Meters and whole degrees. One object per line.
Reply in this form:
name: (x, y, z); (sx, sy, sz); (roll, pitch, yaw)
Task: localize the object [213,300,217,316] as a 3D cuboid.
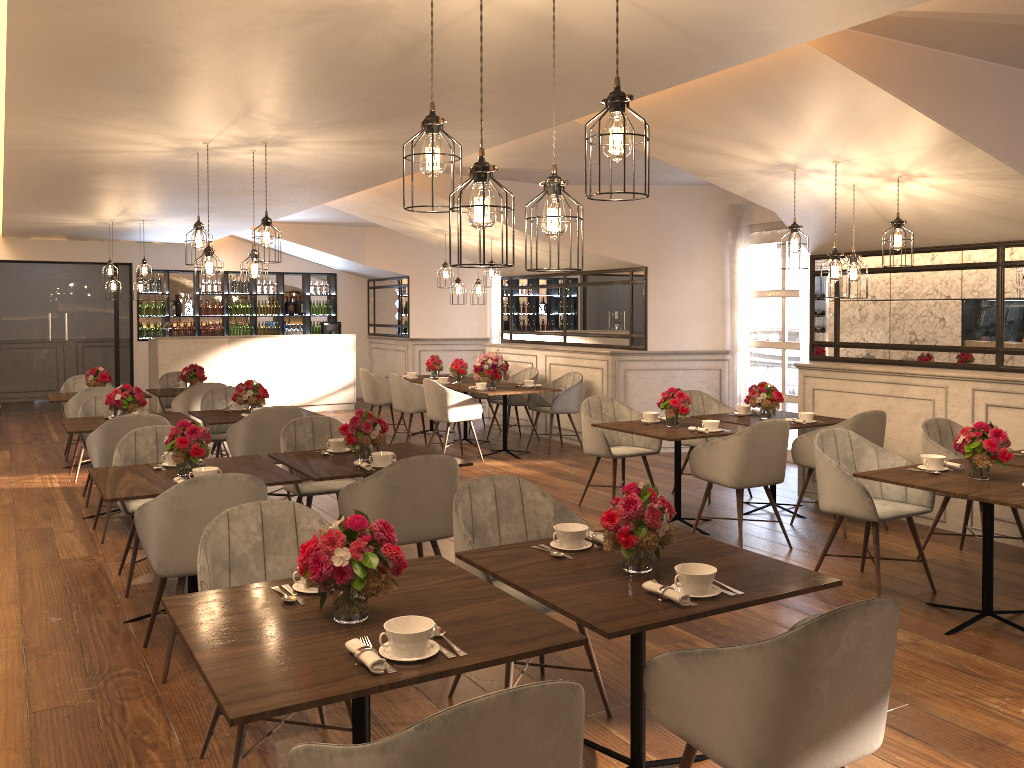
object: (-4.956, -1.270, 14.782); (0.066, 0.261, 0.065); (1, 2, 39)

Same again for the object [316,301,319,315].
object: (-3.441, -1.345, 15.657); (0.066, 0.261, 0.065); (1, 2, 39)

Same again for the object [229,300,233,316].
object: (-4.729, -1.281, 14.913); (0.066, 0.261, 0.065); (1, 2, 39)

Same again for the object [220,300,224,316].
object: (-4.860, -1.274, 14.837); (0.066, 0.261, 0.065); (1, 2, 39)

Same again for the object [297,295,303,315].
object: (-3.704, -1.380, 15.475); (0.104, 0.358, 0.104); (0, 2, -3)

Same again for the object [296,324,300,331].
object: (-3.742, -0.939, 15.492); (0.065, 0.207, 0.065); (0, 2, 15)

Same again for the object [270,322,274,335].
object: (-4.135, -0.949, 15.264); (0.066, 0.261, 0.065); (1, 2, 39)

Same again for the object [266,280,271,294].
object: (-4.177, -1.663, 15.188); (0.070, 0.235, 0.041); (-1, 2, -30)

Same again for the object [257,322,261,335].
object: (-4.326, -0.939, 15.154); (0.066, 0.261, 0.065); (1, 2, 39)

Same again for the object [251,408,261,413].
object: (-1.985, 0.229, 6.997); (0.148, 0.072, 0.148); (1, 4, 12)

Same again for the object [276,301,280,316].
object: (-4.040, -1.315, 15.311); (0.066, 0.261, 0.065); (1, 2, 39)

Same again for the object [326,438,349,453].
object: (-1.032, 0.368, 5.278); (0.148, 0.072, 0.148); (3, 5, 37)

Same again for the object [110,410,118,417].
object: (-3.116, 0.228, 7.046); (0.148, 0.072, 0.148); (1, 4, 12)

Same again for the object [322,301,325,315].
object: (-3.346, -1.350, 15.712); (0.066, 0.261, 0.065); (1, 2, 39)

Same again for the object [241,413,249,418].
object: (-2.084, 0.251, 6.940); (0.056, 0.039, 0.176); (-2, 5, -30)

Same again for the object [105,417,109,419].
object: (-3.204, 0.263, 6.974); (0.043, 0.015, 0.197); (-3, 6, -34)

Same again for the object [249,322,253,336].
object: (-4.441, -0.933, 15.087); (0.066, 0.261, 0.065); (1, 2, 39)

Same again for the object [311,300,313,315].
object: (-3.537, -1.342, 15.602); (0.066, 0.263, 0.065); (1, 2, 39)

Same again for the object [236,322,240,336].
object: (-4.633, -0.924, 14.977); (0.066, 0.261, 0.065); (1, 2, 39)

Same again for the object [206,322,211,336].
object: (-5.051, -0.903, 14.735); (0.066, 0.261, 0.065); (1, 2, 39)

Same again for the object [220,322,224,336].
object: (-4.859, -0.912, 14.846); (0.066, 0.261, 0.065); (1, 2, 39)

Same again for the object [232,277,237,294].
object: (-4.674, -1.676, 14.899); (0.075, 0.309, 0.075); (0, 2, 2)

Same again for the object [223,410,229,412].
object: (-2.409, 0.223, 7.433); (0.043, 0.015, 0.197); (-3, 6, -34)

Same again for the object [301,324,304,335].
object: (-3.675, -0.943, 15.531); (0.065, 0.207, 0.065); (0, 2, 15)

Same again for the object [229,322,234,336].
object: (-4.728, -0.919, 14.921); (0.066, 0.261, 0.065); (1, 2, 39)

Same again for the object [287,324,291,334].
object: (-3.877, -0.933, 15.414); (0.065, 0.207, 0.065); (0, 2, 15)

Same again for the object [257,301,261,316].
object: (-4.327, -1.301, 15.145); (0.066, 0.261, 0.065); (1, 2, 39)

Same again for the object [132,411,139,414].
object: (-3.018, 0.240, 7.104); (0.056, 0.039, 0.176); (-2, 5, -30)

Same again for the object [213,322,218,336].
object: (-4.955, -0.908, 14.790); (0.066, 0.261, 0.065); (1, 2, 39)

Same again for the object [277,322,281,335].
object: (-4.039, -0.953, 15.320); (0.066, 0.261, 0.065); (1, 2, 39)

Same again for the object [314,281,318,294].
object: (-3.457, -1.699, 15.604); (0.070, 0.235, 0.041); (-1, 2, -30)

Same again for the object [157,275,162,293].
object: (-5.702, -1.624, 14.305); (0.075, 0.309, 0.075); (0, 2, 17)

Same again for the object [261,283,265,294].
object: (-4.264, -1.658, 15.138); (0.070, 0.235, 0.041); (-1, 2, -30)

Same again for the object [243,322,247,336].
object: (-4.537, -0.928, 15.032); (0.066, 0.261, 0.065); (1, 2, 39)

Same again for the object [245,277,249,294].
object: (-4.493, -1.685, 15.004); (0.075, 0.309, 0.075); (-1, 2, -19)

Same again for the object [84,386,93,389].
object: (-4.367, 0.052, 9.209); (0.148, 0.072, 0.148); (-1, 4, -8)

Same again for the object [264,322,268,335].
object: (-4.230, -0.944, 15.209); (0.066, 0.261, 0.065); (1, 2, 39)

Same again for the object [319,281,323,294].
object: (-3.370, -1.703, 15.655); (0.070, 0.235, 0.041); (-1, 2, -30)

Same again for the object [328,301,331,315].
object: (-3.250, -1.355, 15.768); (0.066, 0.261, 0.065); (1, 2, 39)

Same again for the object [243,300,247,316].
object: (-4.538, -1.292, 15.023); (0.066, 0.263, 0.065); (1, 2, 39)

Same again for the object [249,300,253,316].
object: (-4.442, -1.296, 15.078); (0.066, 0.263, 0.065); (1, 2, 39)

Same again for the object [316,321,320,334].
object: (-3.440, -0.983, 15.666); (0.066, 0.261, 0.065); (1, 2, 39)

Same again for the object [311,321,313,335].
object: (-3.536, -0.979, 15.610); (0.066, 0.263, 0.065); (1, 2, 39)

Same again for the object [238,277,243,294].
object: (-4.583, -1.680, 14.951); (0.075, 0.309, 0.075); (-1, 2, -19)

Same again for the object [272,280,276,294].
object: (-4.090, -1.667, 15.238); (0.070, 0.235, 0.041); (-1, 2, -30)

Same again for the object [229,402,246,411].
object: (-2.321, 0.188, 7.506); (0.148, 0.072, 0.148); (1, 4, 12)

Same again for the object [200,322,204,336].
object: (-5.146, -0.898, 14.680); (0.066, 0.261, 0.065); (1, 2, 39)

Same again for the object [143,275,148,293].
object: (-5.883, -1.615, 14.200); (0.075, 0.309, 0.075); (0, 2, -5)

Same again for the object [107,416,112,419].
object: (-3.171, 0.267, 6.985); (0.022, 0.004, 0.211); (-3, 5, -30)

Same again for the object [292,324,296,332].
object: (-3.810, -0.936, 15.453); (0.065, 0.207, 0.065); (0, 2, 15)

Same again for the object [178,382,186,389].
object: (-3.572, 0.013, 9.668); (0.148, 0.072, 0.148); (-1, 4, -8)

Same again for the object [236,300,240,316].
object: (-4.634, -1.287, 14.968); (0.066, 0.263, 0.065); (1, 2, 39)

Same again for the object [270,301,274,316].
object: (-4.135, -1.311, 15.256); (0.066, 0.261, 0.065); (1, 2, 39)

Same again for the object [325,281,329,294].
object: (-3.283, -1.707, 15.705); (0.070, 0.235, 0.041); (-1, 2, -30)

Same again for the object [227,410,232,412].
object: (-2.375, 0.228, 7.445); (0.022, 0.004, 0.211); (-3, 5, -30)

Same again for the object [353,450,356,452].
object: (-0.959, 0.389, 5.311); (0.025, 0.024, 0.193); (-2, 5, -30)

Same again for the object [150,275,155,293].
object: (-5.793, -1.620, 14.252); (0.075, 0.309, 0.075); (0, 2, 13)

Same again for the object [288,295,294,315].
object: (-3.841, -1.371, 15.399); (0.104, 0.359, 0.104); (1, 2, 22)

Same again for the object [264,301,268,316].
object: (-4.231, -1.306, 15.200); (0.066, 0.261, 0.065); (1, 2, 39)
